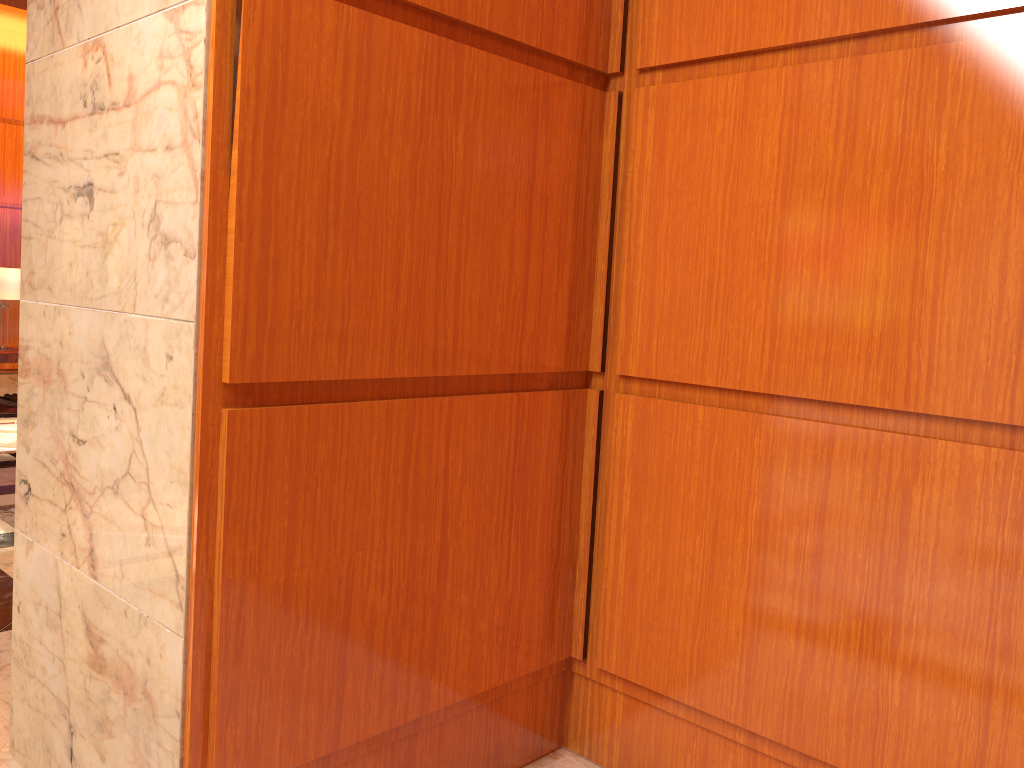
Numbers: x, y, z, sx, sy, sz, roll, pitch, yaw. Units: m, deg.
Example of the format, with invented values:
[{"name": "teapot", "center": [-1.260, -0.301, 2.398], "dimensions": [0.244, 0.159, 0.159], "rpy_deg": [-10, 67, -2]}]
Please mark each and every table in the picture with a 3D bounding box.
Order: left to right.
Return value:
[{"name": "table", "center": [-4.488, -0.042, 8.046], "dimensions": [1.168, 0.533, 0.727], "rpy_deg": [-2, 7, -44]}]
